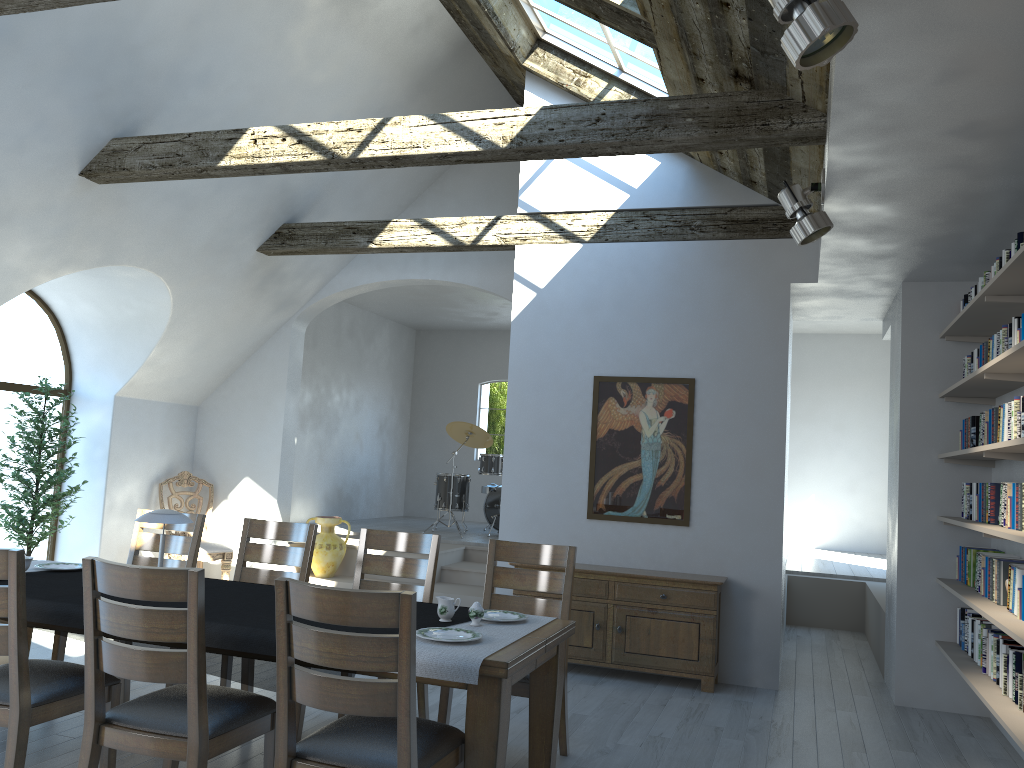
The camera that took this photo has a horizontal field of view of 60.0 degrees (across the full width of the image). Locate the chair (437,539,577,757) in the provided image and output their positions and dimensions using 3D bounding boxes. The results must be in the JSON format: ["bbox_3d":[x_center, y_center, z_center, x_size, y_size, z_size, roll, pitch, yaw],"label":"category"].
[{"bbox_3d":[-0.002,1.287,4.267,0.514,1.006,0.605,2,-6,18],"label":"chair"}]

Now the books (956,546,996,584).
[{"bbox_3d":[2.900,1.130,5.519,0.209,0.220,0.278,2,-5,17],"label":"books"}]

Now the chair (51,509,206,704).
[{"bbox_3d":[-2.124,1.228,4.967,0.514,1.006,0.605,2,-6,18],"label":"chair"}]

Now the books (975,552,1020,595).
[{"bbox_3d":[2.715,1.066,4.960,0.189,0.228,0.249,2,-6,18],"label":"books"}]

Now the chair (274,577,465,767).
[{"bbox_3d":[-0.457,1.133,2.875,0.514,1.006,0.605,2,-6,18],"label":"chair"}]

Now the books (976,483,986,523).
[{"bbox_3d":[2.725,0.668,4.951,0.209,0.220,0.278,2,-5,17],"label":"books"}]

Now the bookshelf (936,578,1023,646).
[{"bbox_3d":[1.670,0.877,1.959,0.315,0.070,7.825,2,-6,18],"label":"bookshelf"}]

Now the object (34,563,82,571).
[{"bbox_3d":[-2.266,0.923,4.465,0.250,0.017,0.253,2,-6,18],"label":"object"}]

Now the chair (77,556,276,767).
[{"bbox_3d":[-1.164,1.113,3.108,0.514,1.006,0.605,2,-6,18],"label":"chair"}]

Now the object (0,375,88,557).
[{"bbox_3d":[-3.940,0.881,7.355,0.718,1.920,0.737,-1,-7,37],"label":"object"}]

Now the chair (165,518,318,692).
[{"bbox_3d":[-1.417,1.248,4.734,0.514,1.006,0.605,2,-6,18],"label":"chair"}]

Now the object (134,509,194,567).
[{"bbox_3d":[-1.575,0.745,3.990,0.251,0.362,0.251,-1,-7,41],"label":"object"}]

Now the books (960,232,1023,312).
[{"bbox_3d":[2.579,-0.592,4.387,0.242,0.237,2.981,2,-6,18],"label":"books"}]

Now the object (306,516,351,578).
[{"bbox_3d":[-1.888,1.658,9.025,0.402,0.605,0.396,6,-6,-25],"label":"object"}]

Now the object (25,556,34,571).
[{"bbox_3d":[-2.346,0.863,4.209,0.130,0.081,0.124,6,-6,-29],"label":"object"}]

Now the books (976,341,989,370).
[{"bbox_3d":[2.777,-0.117,5.043,0.209,0.220,0.278,2,-5,17],"label":"books"}]

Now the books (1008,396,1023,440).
[{"bbox_3d":[2.468,0.172,4.129,0.214,0.237,0.490,2,-6,18],"label":"books"}]

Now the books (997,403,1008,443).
[{"bbox_3d":[2.582,0.215,4.485,0.189,0.228,0.249,2,-6,18],"label":"books"}]

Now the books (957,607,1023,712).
[{"bbox_3d":[2.462,1.370,4.199,0.242,0.237,2.981,2,-6,18],"label":"books"}]

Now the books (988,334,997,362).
[{"bbox_3d":[2.692,-0.147,4.788,0.189,0.228,0.249,2,-6,18],"label":"books"}]

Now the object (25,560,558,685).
[{"bbox_3d":[-1.313,0.975,3.886,2.872,0.077,1.050,2,-6,18],"label":"object"}]

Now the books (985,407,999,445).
[{"bbox_3d":[2.667,0.245,4.740,0.209,0.220,0.278,2,-5,17],"label":"books"}]

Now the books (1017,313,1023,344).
[{"bbox_3d":[2.458,-0.222,4.067,0.209,0.220,0.278,2,-5,17],"label":"books"}]

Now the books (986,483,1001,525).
[{"bbox_3d":[2.627,0.637,4.658,0.189,0.224,0.345,2,-6,18],"label":"books"}]

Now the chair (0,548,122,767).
[{"bbox_3d":[-1.872,1.094,3.342,0.514,1.006,0.605,2,-6,18],"label":"chair"}]

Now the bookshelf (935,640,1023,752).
[{"bbox_3d":[1.647,1.270,1.923,0.315,0.070,7.825,2,-6,18],"label":"bookshelf"}]

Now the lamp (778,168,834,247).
[{"bbox_3d":[1.484,-0.886,4.466,0.265,0.386,0.235,-1,-7,40],"label":"lamp"}]

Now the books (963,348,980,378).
[{"bbox_3d":[2.897,-0.076,5.409,0.214,0.220,0.490,2,-6,18],"label":"books"}]

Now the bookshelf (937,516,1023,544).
[{"bbox_3d":[1.693,0.484,1.995,0.315,0.070,7.825,2,-6,18],"label":"bookshelf"}]

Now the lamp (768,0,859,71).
[{"bbox_3d":[0.856,-1.098,2.544,0.265,0.386,0.235,-1,-7,40],"label":"lamp"}]

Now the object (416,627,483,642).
[{"bbox_3d":[-0.234,0.932,3.282,0.250,0.017,0.253,2,-6,18],"label":"object"}]

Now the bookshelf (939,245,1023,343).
[{"bbox_3d":[1.761,-0.696,2.104,0.315,0.070,7.825,2,-6,18],"label":"bookshelf"}]

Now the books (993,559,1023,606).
[{"bbox_3d":[2.544,1.011,4.439,0.189,0.229,0.343,2,-6,18],"label":"books"}]

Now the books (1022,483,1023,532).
[{"bbox_3d":[2.397,0.557,3.955,0.189,0.220,0.156,2,-6,18],"label":"books"}]

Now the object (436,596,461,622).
[{"bbox_3d":[-0.265,0.923,3.640,0.100,0.098,0.071,5,-5,-13],"label":"object"}]

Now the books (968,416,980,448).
[{"bbox_3d":[2.828,0.301,5.239,0.189,0.224,0.345,2,-6,18],"label":"books"}]

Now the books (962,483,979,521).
[{"bbox_3d":[2.849,0.710,5.330,0.214,0.220,0.490,2,-6,18],"label":"books"}]

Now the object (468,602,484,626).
[{"bbox_3d":[-0.144,0.928,3.590,0.064,0.092,0.064,4,-5,-4],"label":"object"}]

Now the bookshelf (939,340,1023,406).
[{"bbox_3d":[1.738,-0.303,2.068,0.315,0.070,7.825,2,-6,18],"label":"bookshelf"}]

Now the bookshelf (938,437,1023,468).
[{"bbox_3d":[1.715,0.090,2.031,0.315,0.070,7.825,2,-6,18],"label":"bookshelf"}]

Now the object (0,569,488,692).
[{"bbox_3d":[-1.312,1.047,3.881,2.456,0.227,1.073,2,-6,19],"label":"object"}]

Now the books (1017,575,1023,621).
[{"bbox_3d":[2.377,0.969,3.922,0.209,0.220,0.278,2,-5,17],"label":"books"}]

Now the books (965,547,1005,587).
[{"bbox_3d":[2.803,1.096,5.231,0.189,0.224,0.345,2,-6,18],"label":"books"}]

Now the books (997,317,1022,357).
[{"bbox_3d":[2.578,-0.191,4.432,0.214,0.237,0.490,2,-6,18],"label":"books"}]

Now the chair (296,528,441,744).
[{"bbox_3d":[-0.709,1.267,4.500,0.514,1.006,0.605,2,-6,18],"label":"chair"}]

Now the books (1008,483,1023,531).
[{"bbox_3d":[2.466,0.581,4.159,0.209,0.220,0.278,2,-5,17],"label":"books"}]

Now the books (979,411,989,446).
[{"bbox_3d":[2.741,0.269,4.972,0.189,0.228,0.249,2,-6,18],"label":"books"}]

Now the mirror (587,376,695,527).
[{"bbox_3d":[0.924,0.471,6.382,0.736,1.047,0.009,2,-6,18],"label":"mirror"}]

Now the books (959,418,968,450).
[{"bbox_3d":[2.926,0.333,5.533,0.209,0.220,0.278,2,-5,17],"label":"books"}]

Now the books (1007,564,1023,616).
[{"bbox_3d":[2.455,0.973,4.167,0.189,0.228,0.249,2,-6,18],"label":"books"}]

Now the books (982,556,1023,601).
[{"bbox_3d":[2.641,1.042,4.727,0.209,0.220,0.278,2,-5,17],"label":"books"}]

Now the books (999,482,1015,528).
[{"bbox_3d":[2.540,0.605,4.391,0.189,0.228,0.249,2,-6,18],"label":"books"}]

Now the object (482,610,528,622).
[{"bbox_3d":[-0.058,0.986,3.755,0.250,0.017,0.253,2,-6,18],"label":"object"}]

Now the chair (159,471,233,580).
[{"bbox_3d":[-3.035,1.428,8.497,0.655,1.159,0.552,-2,-7,43],"label":"chair"}]

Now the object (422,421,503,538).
[{"bbox_3d":[-0.136,1.242,11.479,2.354,1.383,1.465,6,-6,-27],"label":"object"}]

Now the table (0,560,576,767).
[{"bbox_3d":[-1.350,1.306,3.857,3.078,0.737,0.939,2,-6,18],"label":"table"}]

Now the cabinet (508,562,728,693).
[{"bbox_3d":[0.709,1.646,6.140,1.481,0.714,0.383,2,-6,18],"label":"cabinet"}]
